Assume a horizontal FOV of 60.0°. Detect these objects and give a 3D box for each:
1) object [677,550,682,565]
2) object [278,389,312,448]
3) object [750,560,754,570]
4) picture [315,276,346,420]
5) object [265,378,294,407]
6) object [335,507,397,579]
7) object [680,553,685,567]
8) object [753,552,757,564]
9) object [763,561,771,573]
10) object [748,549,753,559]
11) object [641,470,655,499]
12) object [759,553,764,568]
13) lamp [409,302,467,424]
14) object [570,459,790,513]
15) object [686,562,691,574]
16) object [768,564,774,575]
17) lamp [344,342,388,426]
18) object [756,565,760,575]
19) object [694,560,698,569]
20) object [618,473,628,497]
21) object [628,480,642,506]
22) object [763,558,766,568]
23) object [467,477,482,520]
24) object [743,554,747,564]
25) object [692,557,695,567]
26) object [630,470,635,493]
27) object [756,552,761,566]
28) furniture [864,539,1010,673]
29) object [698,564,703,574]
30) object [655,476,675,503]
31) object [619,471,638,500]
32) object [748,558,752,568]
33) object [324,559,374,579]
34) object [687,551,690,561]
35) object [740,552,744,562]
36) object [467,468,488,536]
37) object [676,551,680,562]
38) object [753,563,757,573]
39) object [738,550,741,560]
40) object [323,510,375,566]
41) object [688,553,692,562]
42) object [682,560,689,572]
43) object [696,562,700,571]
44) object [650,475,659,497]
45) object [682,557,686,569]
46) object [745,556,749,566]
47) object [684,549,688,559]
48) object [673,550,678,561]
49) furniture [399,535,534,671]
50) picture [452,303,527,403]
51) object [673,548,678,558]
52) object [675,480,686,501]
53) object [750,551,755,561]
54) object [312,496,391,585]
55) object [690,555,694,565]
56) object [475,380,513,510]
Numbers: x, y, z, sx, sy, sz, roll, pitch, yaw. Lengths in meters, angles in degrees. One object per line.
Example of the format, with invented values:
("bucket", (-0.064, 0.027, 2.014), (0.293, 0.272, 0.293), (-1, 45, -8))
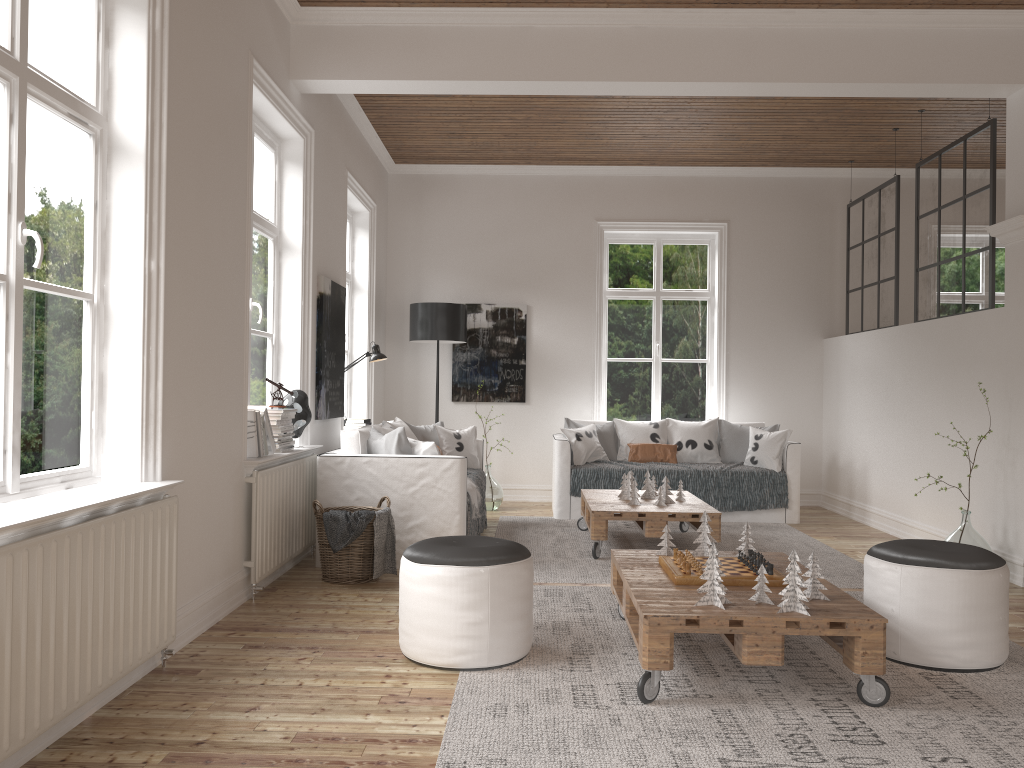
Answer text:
("object", (0.670, 0.690, 3.528), (0.025, 0.055, 0.025), (0, -1, 33))
("object", (-1.276, 0.201, 5.179), (0.177, 0.340, 0.171), (0, -1, 37))
("object", (0.930, 0.702, 3.436), (0.017, 0.037, 0.017), (1, -1, 21))
("picture", (-1.206, -0.225, 5.917), (0.041, 0.908, 0.680), (1, 0, 1))
("object", (-1.282, 0.048, 4.887), (0.177, 0.161, 0.092), (1, -1, -31))
("object", (-0.820, 0.838, 4.719), (0.349, 0.356, 0.290), (1, -1, 30))
("object", (0.671, 0.688, 3.484), (0.025, 0.058, 0.025), (1, -1, -44))
("object", (0.980, 0.698, 3.569), (0.022, 0.047, 0.022), (0, -1, 33))
("object", (0.975, 0.699, 3.390), (0.026, 0.044, 0.026), (1, -1, -44))
("object", (0.983, 0.703, 3.656), (0.019, 0.040, 0.019), (0, -1, 35))
("object", (0.922, 0.677, 6.001), (0.107, 0.195, 0.113), (1, 0, 8))
("object", (0.979, 0.692, 3.480), (0.025, 0.058, 0.025), (1, -1, -44))
("lamp", (-0.651, 0.191, 7.721), (0.499, 1.754, 0.499), (1, 0, -2))
("object", (1.325, 0.809, 7.294), (1.704, 0.390, 0.656), (1, 0, 1))
("object", (0.668, 0.696, 3.353), (0.019, 0.040, 0.019), (1, 0, -3))
("object", (0.977, 0.700, 3.346), (0.019, 0.040, 0.019), (1, 0, -3))
("lamp", (-1.149, 0.033, 6.628), (0.439, 0.703, 0.196), (1, 0, 1))
("object", (0.931, 0.701, 3.351), (0.017, 0.037, 0.017), (1, 0, -18))
("object", (0.714, 0.699, 3.441), (0.017, 0.037, 0.017), (1, -1, 21))
("object", (0.773, 0.691, 6.090), (0.095, 0.164, 0.090), (1, 0, 8))
("object", (0.785, 0.689, 5.663), (0.093, 0.161, 0.088), (1, 0, 11))
("object", (0.977, 0.697, 3.434), (0.022, 0.047, 0.022), (1, -1, -31))
("object", (-0.531, 0.674, 5.551), (0.729, 0.255, 0.588), (1, 0, 5))
("object", (0.936, 0.703, 3.564), (0.017, 0.037, 0.017), (1, -1, 21))
("object", (0.714, 0.700, 3.484), (0.017, 0.037, 0.017), (1, -1, 21))
("object", (0.831, 0.687, 6.191), (0.090, 0.176, 0.090), (1, -1, -37))
("object", (0.979, 0.694, 3.523), (0.025, 0.055, 0.025), (0, -1, 33))
("furniture", (1.657, 0.849, 3.482), (0.518, 0.430, 0.518), (1, 0, 4))
("object", (0.714, 0.699, 3.353), (0.017, 0.037, 0.017), (1, -1, 21))
("object", (0.997, 0.685, 5.767), (0.097, 0.178, 0.103), (1, -1, -36))
("object", (0.778, 0.675, 5.916), (0.106, 0.193, 0.112), (1, -1, 29))
("object", (0.934, 0.702, 3.478), (0.017, 0.037, 0.017), (1, -1, 21))
("object", (-0.864, 0.937, 4.742), (0.280, 0.186, 0.291), (1, 0, -13))
("object", (0.721, 0.701, 3.617), (0.017, 0.037, 0.017), (1, -1, 21))
("object", (0.936, 0.703, 3.608), (0.017, 0.037, 0.017), (1, -1, 21))
("object", (-0.513, 0.814, 5.990), (0.651, 0.423, 1.680), (1, 0, 2))
("object", (0.674, 0.695, 3.577), (0.022, 0.047, 0.022), (0, -1, 33))
("object", (0.929, 0.701, 3.390), (0.017, 0.037, 0.017), (1, -1, 21))
("object", (0.938, 0.704, 3.654), (0.017, 0.037, 0.017), (1, -1, 21))
("object", (-0.849, 0.820, 4.669), (0.303, 0.332, 0.367), (1, 0, -8))
("object", (0.719, 0.700, 3.573), (0.017, 0.037, 0.017), (1, -1, 21))
("object", (0.668, 0.695, 3.397), (0.026, 0.044, 0.026), (1, -1, -44))
("object", (0.714, 0.699, 3.400), (0.017, 0.037, 0.017), (1, -1, 21))
("object", (0.981, 0.703, 6.151), (0.075, 0.147, 0.075), (0, -1, 33))
("object", (0.670, 0.693, 3.440), (0.022, 0.047, 0.022), (0, -1, 33))
("object", (0.934, 0.703, 3.522), (0.017, 0.037, 0.017), (1, -1, 21))
("object", (0.720, 0.701, 3.658), (0.017, 0.037, 0.017), (1, -1, 21))
("object", (0.674, 0.697, 3.615), (0.026, 0.044, 0.026), (1, -1, -44))
("furniture", (-0.175, 0.823, 3.419), (0.518, 0.430, 0.518), (1, -1, 22))
("picture", (-0.209, -0.286, 8.196), (0.680, 0.908, 0.041), (1, 0, 1))
("object", (0.676, 0.699, 3.660), (0.019, 0.040, 0.019), (0, -1, 35))
("object", (1.125, 0.706, 5.916), (0.072, 0.142, 0.073), (1, 0, 9))
("object", (0.979, 0.700, 3.611), (0.026, 0.044, 0.026), (1, -1, -44))
("object", (-0.859, 0.825, 4.740), (0.393, 0.432, 0.393), (1, -1, 23))
("object", (0.717, 0.700, 3.530), (0.017, 0.037, 0.017), (1, -1, 21))
("object", (-0.166, 0.527, 7.707), (0.275, 1.117, 0.515), (1, 0, 18))
